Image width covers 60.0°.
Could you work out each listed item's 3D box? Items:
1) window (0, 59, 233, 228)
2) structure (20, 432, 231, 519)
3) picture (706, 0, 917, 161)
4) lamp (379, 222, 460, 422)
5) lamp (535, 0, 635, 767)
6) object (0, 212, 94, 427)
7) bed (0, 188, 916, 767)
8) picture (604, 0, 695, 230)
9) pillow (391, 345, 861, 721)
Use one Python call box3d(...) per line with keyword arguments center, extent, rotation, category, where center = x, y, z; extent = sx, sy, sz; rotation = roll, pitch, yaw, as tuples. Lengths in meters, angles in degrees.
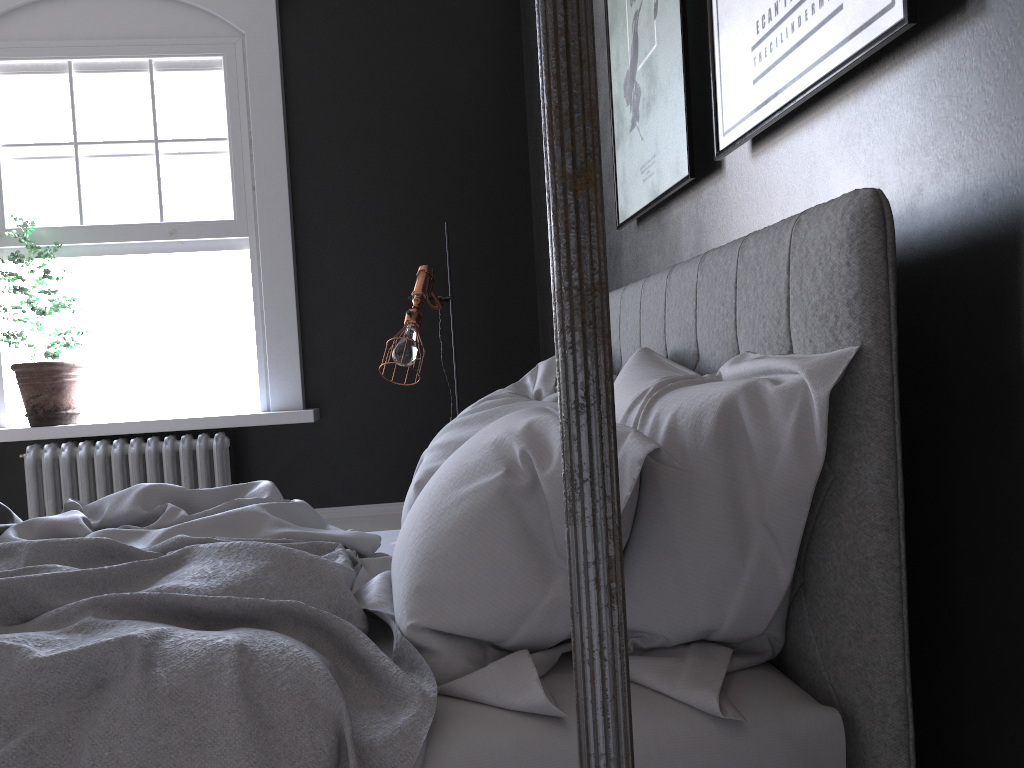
box3d(center=(-2.193, -1.306, 4.943), extent=(1.263, 1.018, 0.056), rotation=(-4, 2, -6), category="window")
box3d(center=(-2.044, 0.713, 4.808), extent=(1.141, 0.849, 0.276), rotation=(-4, 2, -6), category="structure")
box3d(center=(0.478, -1.040, 1.595), extent=(0.014, 1.079, 0.791), rotation=(-4, 2, -6), category="picture")
box3d(center=(-0.133, 0.112, 4.428), extent=(0.437, 1.780, 1.716), rotation=(-2, 2, 32), category="lamp")
box3d(center=(0.035, -0.150, 0.521), extent=(0.773, 2.413, 0.985), rotation=(-2, 2, 26), category="lamp")
box3d(center=(-2.548, -0.339, 4.784), extent=(0.474, 1.134, 0.505), rotation=(-2, 2, 34), category="object")
box3d(center=(-1.046, 0.450, 2.042), extent=(3.282, 1.299, 2.765), rotation=(-4, 1, -18), category="bed")
box3d(center=(0.370, -1.050, 2.559), extent=(0.014, 1.079, 0.791), rotation=(-4, 2, -6), category="picture")
box3d(center=(0.053, 0.199, 2.099), extent=(0.680, 0.760, 1.829), rotation=(-4, 1, -7), category="pillow")
